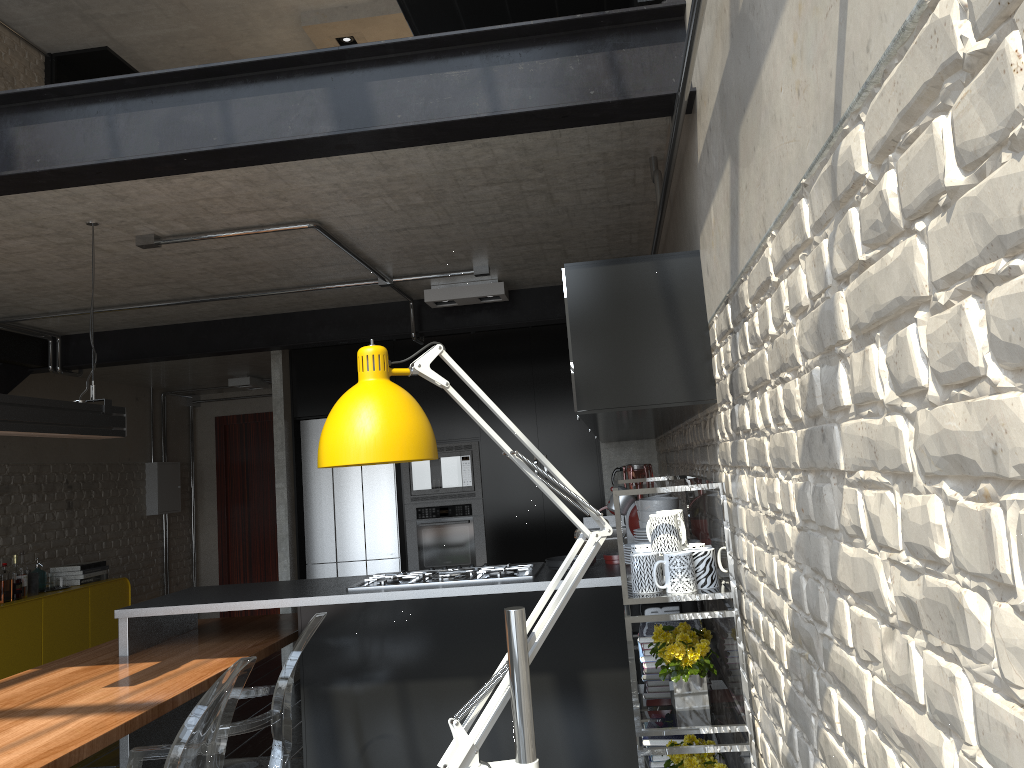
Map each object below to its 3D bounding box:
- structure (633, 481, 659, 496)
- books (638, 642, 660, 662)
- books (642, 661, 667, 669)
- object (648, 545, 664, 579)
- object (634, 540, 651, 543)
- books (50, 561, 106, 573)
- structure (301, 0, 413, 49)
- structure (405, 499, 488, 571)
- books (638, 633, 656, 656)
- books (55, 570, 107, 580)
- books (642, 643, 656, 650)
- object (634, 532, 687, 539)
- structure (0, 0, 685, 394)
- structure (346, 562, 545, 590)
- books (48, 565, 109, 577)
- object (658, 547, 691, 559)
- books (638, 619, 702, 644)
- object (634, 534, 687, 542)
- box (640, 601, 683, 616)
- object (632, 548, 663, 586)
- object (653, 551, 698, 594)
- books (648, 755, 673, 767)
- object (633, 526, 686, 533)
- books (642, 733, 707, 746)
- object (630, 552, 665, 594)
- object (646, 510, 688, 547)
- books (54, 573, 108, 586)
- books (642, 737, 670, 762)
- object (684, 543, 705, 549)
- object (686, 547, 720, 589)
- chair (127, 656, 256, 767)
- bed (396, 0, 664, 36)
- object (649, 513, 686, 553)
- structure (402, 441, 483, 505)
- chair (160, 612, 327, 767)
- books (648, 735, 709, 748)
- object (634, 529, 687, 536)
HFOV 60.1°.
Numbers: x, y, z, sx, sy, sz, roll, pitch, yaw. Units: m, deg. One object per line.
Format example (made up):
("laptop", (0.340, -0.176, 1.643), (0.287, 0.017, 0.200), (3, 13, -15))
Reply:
("structure", (0.851, 0.773, 5.600), (0.177, 0.314, 0.088), (-5, -9, 6))
("books", (0.539, 0.903, 3.023), (0.211, 0.021, 0.290), (-5, -6, 6))
("books", (0.547, 0.922, 3.019), (0.211, 0.021, 0.290), (-5, -6, 6))
("object", (0.453, 0.521, 2.584), (0.108, 0.101, 0.082), (-4, -8, -5))
("object", (0.486, 0.518, 2.879), (0.170, 0.030, 0.169), (-6, -6, 11))
("books", (-3.365, 1.418, 6.866), (0.258, 0.038, 0.323), (-5, -6, 8))
("structure", (-0.214, -1.670, 8.441), (2.591, 2.978, 2.768), (-5, -7, 6))
("structure", (-0.459, 1.163, 6.662), (0.581, 0.563, 0.481), (-5, -8, 6))
("books", (0.544, 0.882, 3.025), (0.211, 0.021, 0.290), (-5, -6, 4))
("books", (-3.352, 1.482, 6.856), (0.259, 0.031, 0.326), (-5, -6, 4))
("books", (0.548, 0.863, 3.028), (0.211, 0.021, 0.290), (-5, -6, 7))
("object", (0.484, 0.501, 2.882), (0.170, 0.030, 0.169), (-6, -6, 11))
("structure", (-1.635, 0.216, 3.989), (4.780, 3.372, 3.757), (-5, -7, 6))
("structure", (-0.277, 0.851, 3.966), (0.811, 0.026, 0.498), (-5, -6, 6))
("books", (-3.365, 1.454, 6.873), (0.287, 0.031, 0.348), (-5, -6, 6))
("object", (0.454, 0.511, 2.471), (0.108, 0.101, 0.082), (-7, -8, 20))
("books", (0.541, 0.844, 3.031), (0.211, 0.021, 0.290), (-5, -6, 9))
("object", (0.485, 0.510, 2.880), (0.170, 0.030, 0.169), (-6, -6, 11))
("box", (0.558, 0.881, 3.288), (0.150, 0.151, 0.149), (-5, -7, 6))
("object", (0.390, 0.520, 2.514), (0.082, 0.101, 0.108), (-11, -10, 40))
("object", (0.435, 0.502, 2.360), (0.108, 0.101, 0.082), (-7, -8, 20))
("books", (0.561, 1.243, 3.004), (0.201, 0.024, 0.276), (-5, -6, 6))
("object", (0.483, 0.484, 2.884), (0.170, 0.030, 0.169), (-6, -6, 11))
("books", (0.560, 1.178, 3.014), (0.200, 0.024, 0.276), (-6, -6, 15))
("object", (0.376, 0.510, 2.402), (0.108, 0.101, 0.082), (-4, -8, -5))
("object", (0.447, 0.418, 2.554), (0.108, 0.101, 0.082), (-7, -8, 20))
("books", (-3.357, 1.521, 6.862), (0.259, 0.044, 0.348), (-5, -6, 8))
("books", (0.555, 1.222, 3.008), (0.201, 0.024, 0.276), (-5, -6, 1))
("object", (0.535, 0.511, 2.545), (0.108, 0.101, 0.082), (-5, -8, 5))
("object", (0.525, 0.499, 2.412), (0.082, 0.101, 0.108), (-11, -10, 40))
("chair", (-0.941, 1.215, 2.270), (0.590, 0.949, 0.535), (-5, -8, 1))
("bed", (-0.670, -1.088, 4.693), (2.693, 0.849, 4.445), (-5, -6, 6))
("object", (0.431, 0.406, 2.422), (0.108, 0.101, 0.082), (-4, -8, -5))
("structure", (-0.495, 0.678, 6.757), (0.581, 0.424, 0.444), (-5, -7, 6))
("chair", (-0.892, 1.274, 2.930), (0.590, 0.949, 0.535), (-3, -8, -9))
("books", (0.558, 1.200, 3.011), (0.201, 0.024, 0.276), (-5, -6, 4))
("object", (0.483, 0.493, 2.883), (0.170, 0.030, 0.169), (-6, -6, 11))
